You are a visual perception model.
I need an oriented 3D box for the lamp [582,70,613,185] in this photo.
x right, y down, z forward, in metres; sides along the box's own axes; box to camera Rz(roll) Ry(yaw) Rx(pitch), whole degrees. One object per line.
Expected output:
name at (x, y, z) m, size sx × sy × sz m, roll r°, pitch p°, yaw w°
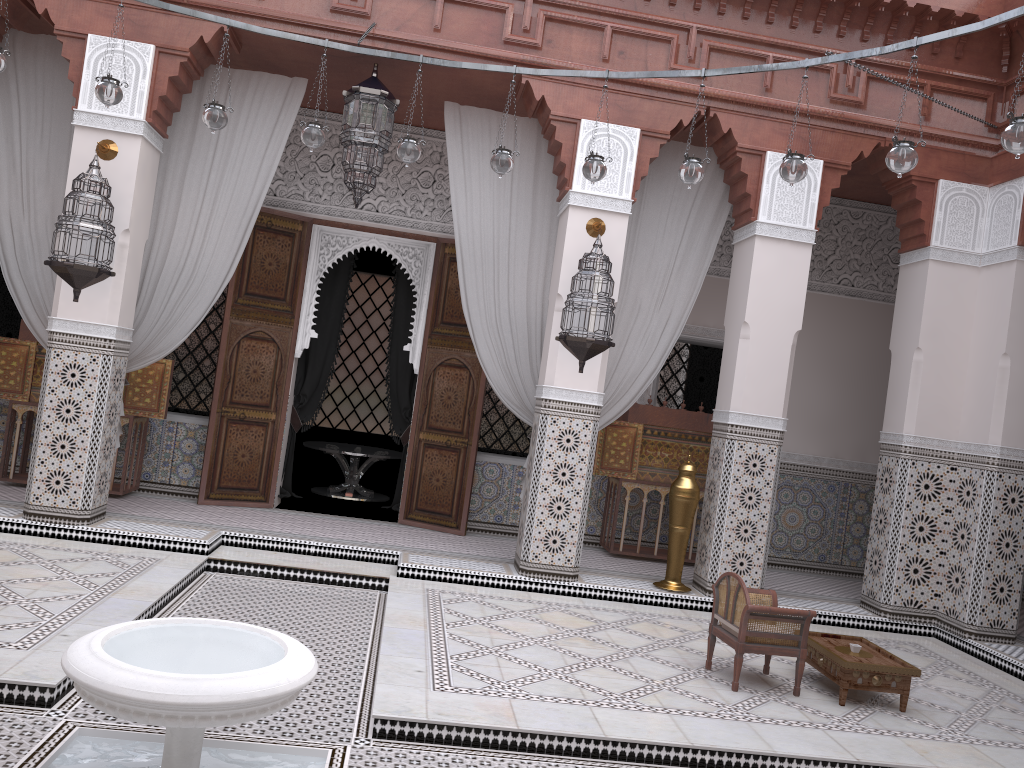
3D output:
lamp at (0.285, -0.817, 2.841) m, size 0.091 × 0.371 × 0.090 m, roll 8°, pitch -1°, yaw -21°

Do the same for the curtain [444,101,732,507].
curtain at (0.245, -0.202, 3.710) m, size 1.304 × 1.761 × 0.048 m, roll 8°, pitch -1°, yaw -6°

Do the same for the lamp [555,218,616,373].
lamp at (0.301, -0.348, 3.352) m, size 0.216 × 0.618 × 0.217 m, roll 8°, pitch -1°, yaw -6°

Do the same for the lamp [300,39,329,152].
lamp at (-0.633, -0.942, 2.906) m, size 0.090 × 0.371 × 0.091 m, roll 7°, pitch -1°, yaw 29°

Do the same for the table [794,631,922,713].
table at (1.010, 0.846, 2.635) m, size 0.229 × 0.142 × 0.330 m, roll 8°, pitch -1°, yaw -6°

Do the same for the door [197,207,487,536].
door at (-0.753, -0.091, 4.328) m, size 1.244 × 1.461 × 0.419 m, roll 8°, pitch -1°, yaw -6°

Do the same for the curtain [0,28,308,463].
curtain at (-1.588, -0.455, 3.527) m, size 1.304 × 1.761 × 0.048 m, roll 8°, pitch -1°, yaw -6°

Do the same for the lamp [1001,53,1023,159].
lamp at (1.203, -0.705, 2.061) m, size 0.091 × 0.371 × 0.090 m, roll 7°, pitch -1°, yaw 19°

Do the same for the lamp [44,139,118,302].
lamp at (-1.508, -0.597, 3.152) m, size 0.216 × 0.618 × 0.217 m, roll 8°, pitch -1°, yaw -6°

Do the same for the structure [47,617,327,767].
structure at (-0.585, 0.623, 1.586) m, size 0.528 × 0.310 × 0.501 m, roll 8°, pitch -1°, yaw -6°

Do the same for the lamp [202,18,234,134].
lamp at (-0.931, -0.983, 2.843) m, size 0.090 × 0.371 × 0.091 m, roll 7°, pitch -1°, yaw 39°

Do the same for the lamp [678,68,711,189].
lamp at (0.572, -0.780, 2.722) m, size 0.091 × 0.371 × 0.090 m, roll 8°, pitch -1°, yaw -6°

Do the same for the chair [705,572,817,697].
chair at (0.720, 0.719, 2.598) m, size 0.208 × 0.313 × 0.263 m, roll 8°, pitch -1°, yaw -10°

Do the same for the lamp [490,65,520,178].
lamp at (-0.012, -0.857, 2.911) m, size 0.091 × 0.371 × 0.090 m, roll 8°, pitch -1°, yaw -31°

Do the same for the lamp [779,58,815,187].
lamp at (0.831, -0.748, 2.552) m, size 0.091 × 0.371 × 0.090 m, roll 8°, pitch -1°, yaw -6°

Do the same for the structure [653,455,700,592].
structure at (0.682, 0.553, 3.581) m, size 0.156 × 0.539 × 0.156 m, roll 8°, pitch -1°, yaw -1°

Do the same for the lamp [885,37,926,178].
lamp at (1.045, -0.722, 2.326) m, size 0.091 × 0.371 × 0.090 m, roll 8°, pitch -1°, yaw 9°

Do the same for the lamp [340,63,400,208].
lamp at (-0.569, -0.968, 3.460) m, size 0.221 × 0.571 × 0.220 m, roll 8°, pitch -1°, yaw -6°

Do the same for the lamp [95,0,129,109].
lamp at (-1.215, -1.024, 2.719) m, size 0.090 × 0.371 × 0.091 m, roll 7°, pitch -1°, yaw 29°

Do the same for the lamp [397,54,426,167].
lamp at (-0.321, -0.899, 2.930) m, size 0.091 × 0.371 × 0.090 m, roll 9°, pitch -1°, yaw -41°

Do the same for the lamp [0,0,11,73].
lamp at (-1.481, -1.063, 2.552) m, size 0.090 × 0.371 × 0.091 m, roll 8°, pitch -1°, yaw 9°
